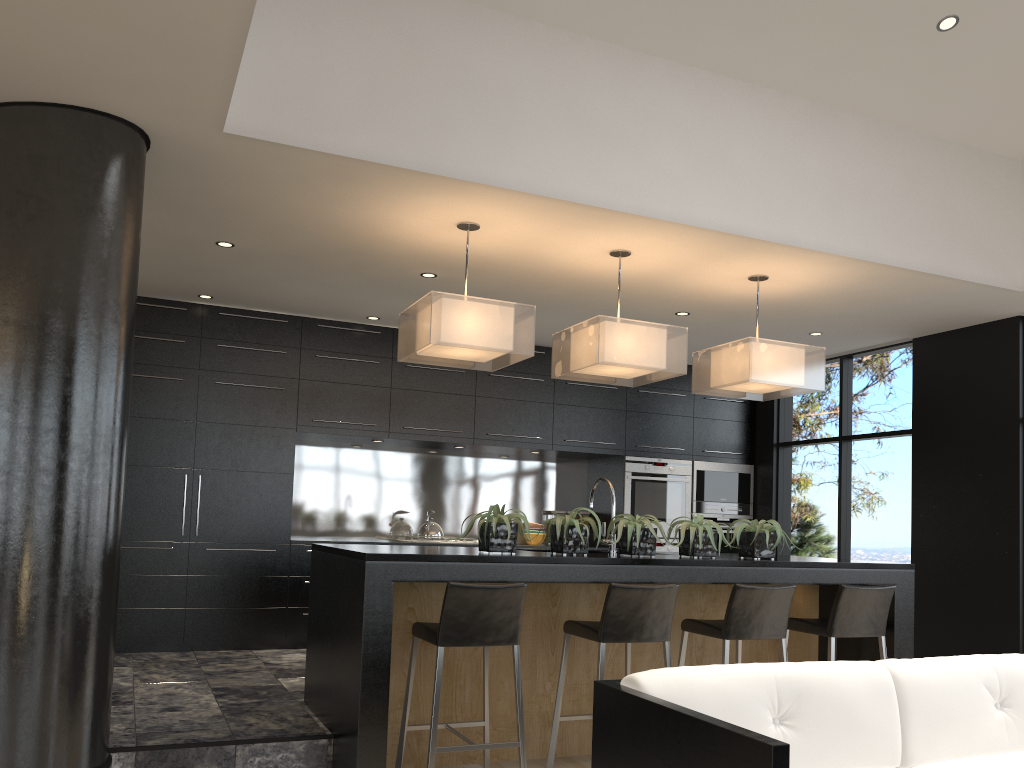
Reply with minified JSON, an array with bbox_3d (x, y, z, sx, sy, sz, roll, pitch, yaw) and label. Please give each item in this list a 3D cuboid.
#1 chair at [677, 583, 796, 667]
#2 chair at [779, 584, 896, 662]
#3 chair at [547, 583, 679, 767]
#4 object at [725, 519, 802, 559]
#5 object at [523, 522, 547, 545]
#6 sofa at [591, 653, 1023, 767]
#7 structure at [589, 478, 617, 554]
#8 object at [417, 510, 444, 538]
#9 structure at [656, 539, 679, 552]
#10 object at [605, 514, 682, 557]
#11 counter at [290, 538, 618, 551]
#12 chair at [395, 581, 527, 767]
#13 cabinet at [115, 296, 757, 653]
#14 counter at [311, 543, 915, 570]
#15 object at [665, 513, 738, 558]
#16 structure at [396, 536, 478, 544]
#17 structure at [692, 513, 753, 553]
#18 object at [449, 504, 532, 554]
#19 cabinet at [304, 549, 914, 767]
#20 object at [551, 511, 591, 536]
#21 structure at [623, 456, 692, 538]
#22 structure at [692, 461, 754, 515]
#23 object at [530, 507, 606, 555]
[{"bbox_3d":[1.149,1.497,4.555,0.477,0.956,0.522,4,-5,-23],"label":"chair"},{"bbox_3d":[1.766,1.562,4.824,0.477,0.956,0.522,4,-5,-23],"label":"chair"},{"bbox_3d":[0.509,1.430,4.277,0.477,0.956,0.522,4,-5,-23],"label":"chair"},{"bbox_3d":[1.363,0.862,4.914,0.397,0.215,0.410,2,-8,1],"label":"object"},{"bbox_3d":[0.207,1.361,8.036,0.205,0.204,0.186,5,-7,-22],"label":"object"},{"bbox_3d":[1.332,1.284,2.673,2.037,0.797,0.844,6,-7,-23],"label":"sofa"},{"bbox_3d":[0.460,1.057,5.102,2.784,1.010,0.659,6,-6,-24],"label":"structure"},{"bbox_3d":[-0.673,1.163,7.330,0.222,0.228,0.222,6,-7,-31],"label":"object"},{"bbox_3d":[1.283,1.737,7.885,0.703,0.701,0.086,5,-4,-23],"label":"structure"},{"bbox_3d":[0.687,0.781,4.556,0.406,0.215,0.401,2,-8,1],"label":"object"},{"bbox_3d":[-0.489,1.368,7.508,2.869,0.033,0.736,6,-10,-23],"label":"counter"},{"bbox_3d":[-0.212,1.355,3.964,0.477,0.956,0.522,4,-5,-23],"label":"chair"},{"bbox_3d":[-0.462,0.914,7.515,5.743,2.506,0.732,6,-5,-23],"label":"cabinet"},{"bbox_3d":[0.581,0.946,4.837,3.123,0.031,1.188,6,-10,-23],"label":"counter"},{"bbox_3d":[1.032,0.806,4.708,0.406,0.237,0.401,2,-8,1],"label":"object"},{"bbox_3d":[-0.481,1.343,7.492,0.903,0.066,0.524,6,-10,-23],"label":"structure"},{"bbox_3d":[1.951,1.432,8.184,0.680,0.442,0.071,5,-5,-23],"label":"structure"},{"bbox_3d":[-0.105,0.696,4.266,0.406,0.237,0.401,2,-8,1],"label":"object"},{"bbox_3d":[0.562,1.476,4.804,3.123,1.029,1.187,6,-8,-23],"label":"cabinet"},{"bbox_3d":[0.543,1.341,8.211,0.366,0.313,0.114,5,-5,-23],"label":"object"},{"bbox_3d":[1.309,1.023,7.930,0.703,0.701,0.086,5,-4,-23],"label":"structure"},{"bbox_3d":[1.968,0.972,8.212,0.678,0.470,0.027,5,-5,-23],"label":"structure"},{"bbox_3d":[0.280,0.732,4.406,0.397,0.237,0.410,2,-8,1],"label":"object"}]
